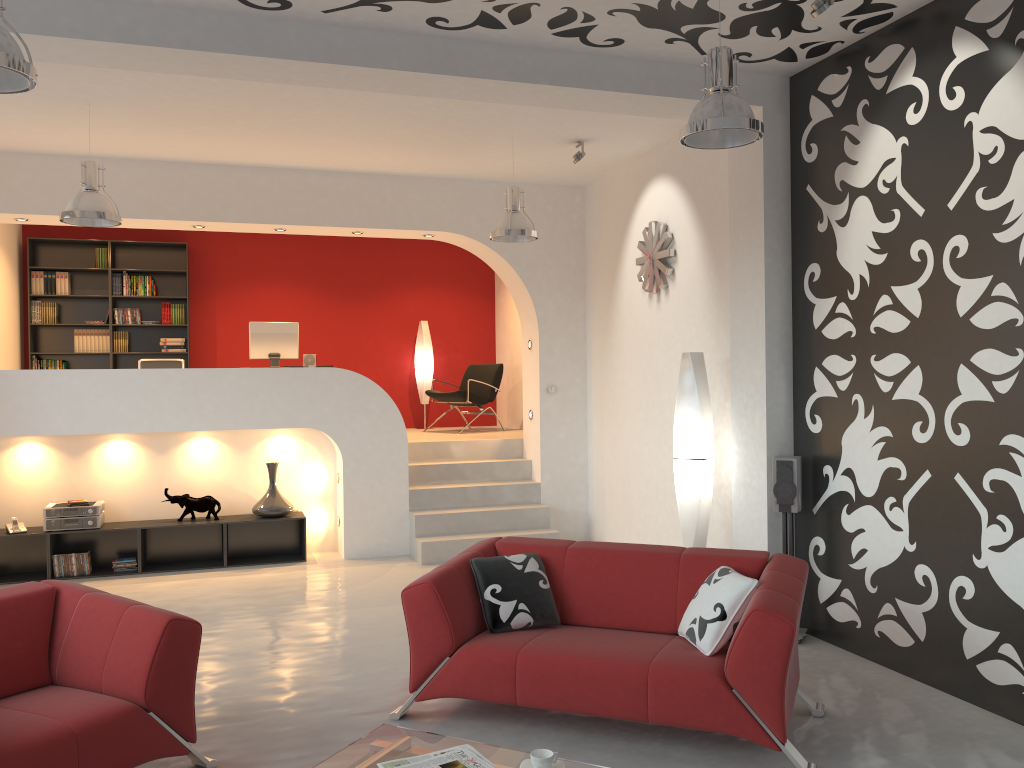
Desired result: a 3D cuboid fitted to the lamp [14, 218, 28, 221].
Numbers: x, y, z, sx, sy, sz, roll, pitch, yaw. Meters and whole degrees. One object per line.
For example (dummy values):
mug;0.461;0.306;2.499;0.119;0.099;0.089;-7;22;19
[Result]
lamp;-4.100;-1.371;7.410;0.105;0.011;0.105;-1;0;-15

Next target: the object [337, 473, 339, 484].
object;-1.630;0.885;8.306;0.011;0.105;0.105;-1;0;-18

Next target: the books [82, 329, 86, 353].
books;-4.786;-0.477;9.949;0.040;0.260;0.200;-1;0;-18

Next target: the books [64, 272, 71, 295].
books;-4.958;-1.107;9.891;0.040;0.260;0.200;-1;0;-18

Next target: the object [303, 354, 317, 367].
object;-1.968;-0.216;8.602;0.133;0.147;0.151;-1;0;-35

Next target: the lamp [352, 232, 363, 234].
lamp;-1.444;-1.411;8.294;0.105;0.011;0.105;-1;0;-30

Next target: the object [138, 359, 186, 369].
object;-3.234;-0.124;8.213;0.397;0.217;0.458;-1;0;-18

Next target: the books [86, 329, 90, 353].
books;-4.748;-0.478;9.962;0.040;0.260;0.200;-1;0;-18

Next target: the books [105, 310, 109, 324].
books;-4.573;-0.760;10.041;0.063;0.187;0.135;-1;0;-18

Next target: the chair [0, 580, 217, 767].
chair;-1.949;1.251;3.408;0.951;0.738;1.288;-1;0;32

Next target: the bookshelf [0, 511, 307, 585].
bookshelf;-3.217;1.412;7.696;2.764;0.397;0.405;-1;0;-18

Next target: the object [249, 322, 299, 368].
object;-2.266;-0.363;8.449;0.458;0.452;0.230;-1;0;-18

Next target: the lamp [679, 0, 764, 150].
lamp;0.958;-1.527;4.080;0.379;0.800;0.379;-1;0;-26

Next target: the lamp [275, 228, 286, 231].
lamp;-2.108;-1.401;8.073;0.105;0.011;0.105;-1;0;-30

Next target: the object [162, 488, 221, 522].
object;-2.835;1.059;7.848;0.507;0.296;0.191;-1;0;-3

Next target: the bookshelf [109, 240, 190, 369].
bookshelf;-4.122;-0.500;10.136;0.816;2.213;0.305;-1;0;-18

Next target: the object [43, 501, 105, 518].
object;-3.717;1.063;7.534;0.430;0.077;0.349;-1;0;-18

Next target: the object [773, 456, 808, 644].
object;1.694;1.004;5.438;0.214;1.112;0.229;-1;0;27

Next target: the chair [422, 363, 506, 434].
chair;-0.563;0.160;10.451;0.768;0.795;0.664;-1;0;-43

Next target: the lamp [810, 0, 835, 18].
lamp;1.485;-1.842;4.243;0.112;0.176;0.118;-1;0;24

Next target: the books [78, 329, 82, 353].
books;-4.825;-0.476;9.936;0.040;0.260;0.200;-1;0;-18

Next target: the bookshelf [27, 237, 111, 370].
bookshelf;-4.897;-0.488;9.878;0.816;2.213;0.305;-1;0;-18

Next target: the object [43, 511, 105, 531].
object;-3.713;1.161;7.527;0.430;0.100;0.365;-1;0;-18

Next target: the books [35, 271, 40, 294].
books;-5.227;-1.103;9.801;0.040;0.260;0.200;-1;0;-18

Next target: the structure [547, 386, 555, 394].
structure;0.384;0.057;8.632;0.080;0.080;0.016;-1;0;-18

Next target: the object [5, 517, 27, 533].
object;-4.092;1.159;7.318;0.130;0.117;0.146;-1;0;-43

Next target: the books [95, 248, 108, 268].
books;-4.620;-1.403;10.015;0.146;0.240;0.170;-1;0;-18

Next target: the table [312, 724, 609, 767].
table;-0.219;1.452;2.671;1.162;0.286;1.097;-1;0;27

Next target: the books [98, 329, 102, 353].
books;-4.632;-0.479;10.001;0.040;0.260;0.200;-1;0;-18

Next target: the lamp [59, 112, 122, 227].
lamp;-2.844;-1.489;5.977;0.379;0.800;0.379;0;0;43

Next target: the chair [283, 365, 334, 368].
chair;-2.337;0.187;9.800;0.664;0.795;0.768;-1;0;2

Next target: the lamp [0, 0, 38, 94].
lamp;-1.897;-1.484;3.130;0.379;0.800;0.379;-1;0;10

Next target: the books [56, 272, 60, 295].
books;-5.035;-1.106;9.865;0.040;0.260;0.200;-1;0;-18

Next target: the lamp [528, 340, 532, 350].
lamp;0.177;-0.391;8.835;0.011;0.105;0.105;-1;0;-18

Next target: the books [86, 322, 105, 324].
books;-4.690;-0.687;10.002;0.190;0.015;0.135;-1;0;-18

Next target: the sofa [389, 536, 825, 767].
sofa;0.465;1.214;4.267;1.929;0.738;0.951;-1;0;22

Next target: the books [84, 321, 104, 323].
books;-4.708;-0.702;9.996;0.190;0.015;0.135;-1;0;-18

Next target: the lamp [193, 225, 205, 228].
lamp;-2.772;-1.391;7.852;0.105;0.011;0.105;-1;0;-30

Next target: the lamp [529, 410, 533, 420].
lamp;0.187;0.309;8.839;0.011;0.105;0.105;-1;0;-18

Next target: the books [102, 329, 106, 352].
books;-4.594;-0.480;10.013;0.040;0.260;0.200;-1;0;-18

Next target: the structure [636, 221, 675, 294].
structure;1.163;-1.041;7.300;0.090;0.596;0.596;-1;0;-18

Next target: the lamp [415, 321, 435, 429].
lamp;-1.097;-0.113;11.098;0.237;1.349;0.237;-1;0;-10

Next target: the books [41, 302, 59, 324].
books;-5.130;-0.778;9.847;0.146;0.240;0.170;-1;0;-18

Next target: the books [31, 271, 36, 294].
books;-5.266;-1.102;9.789;0.040;0.260;0.200;-1;0;-18

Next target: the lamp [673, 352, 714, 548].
lamp;1.257;0.672;6.117;0.313;1.779;0.313;-1;0;-10

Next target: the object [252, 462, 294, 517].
object;-2.169;0.957;8.044;0.369;0.481;0.369;0;0;37

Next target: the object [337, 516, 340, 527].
object;-1.625;1.285;8.308;0.011;0.105;0.105;-1;0;-18

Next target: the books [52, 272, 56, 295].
books;-5.074;-1.105;9.852;0.040;0.260;0.200;-1;0;-18

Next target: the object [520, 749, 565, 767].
object;0.100;1.269;2.962;0.153;0.069;0.153;-1;0;8

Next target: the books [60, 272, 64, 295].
books;-4.996;-1.106;9.878;0.040;0.260;0.200;-1;0;-18

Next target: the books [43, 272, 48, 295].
books;-5.151;-1.104;9.827;0.040;0.260;0.200;-1;0;-18

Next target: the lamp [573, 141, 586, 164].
lamp;0.538;-1.847;7.089;0.112;0.176;0.118;-1;0;24

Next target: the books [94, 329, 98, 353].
books;-4.671;-0.479;9.988;0.040;0.260;0.200;-1;0;-18

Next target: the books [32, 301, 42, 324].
books;-5.244;-0.784;9.809;0.090;0.256;0.181;-1;0;-18

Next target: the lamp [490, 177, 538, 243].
lamp;0.011;-1.532;6.926;0.379;0.800;0.379;0;0;43

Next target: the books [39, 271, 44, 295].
books;-5.189;-1.103;9.814;0.040;0.260;0.200;-1;0;-18

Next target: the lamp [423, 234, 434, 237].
lamp;-0.798;-1.421;8.509;0.105;0.011;0.105;-1;0;-30

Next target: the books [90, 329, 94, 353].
books;-4.709;-0.478;9.975;0.040;0.260;0.200;-1;0;-18

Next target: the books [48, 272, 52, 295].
books;-5.112;-1.105;9.840;0.040;0.260;0.200;-1;0;-18

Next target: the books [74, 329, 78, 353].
books;-4.863;-0.476;9.924;0.040;0.260;0.200;-1;0;-18
